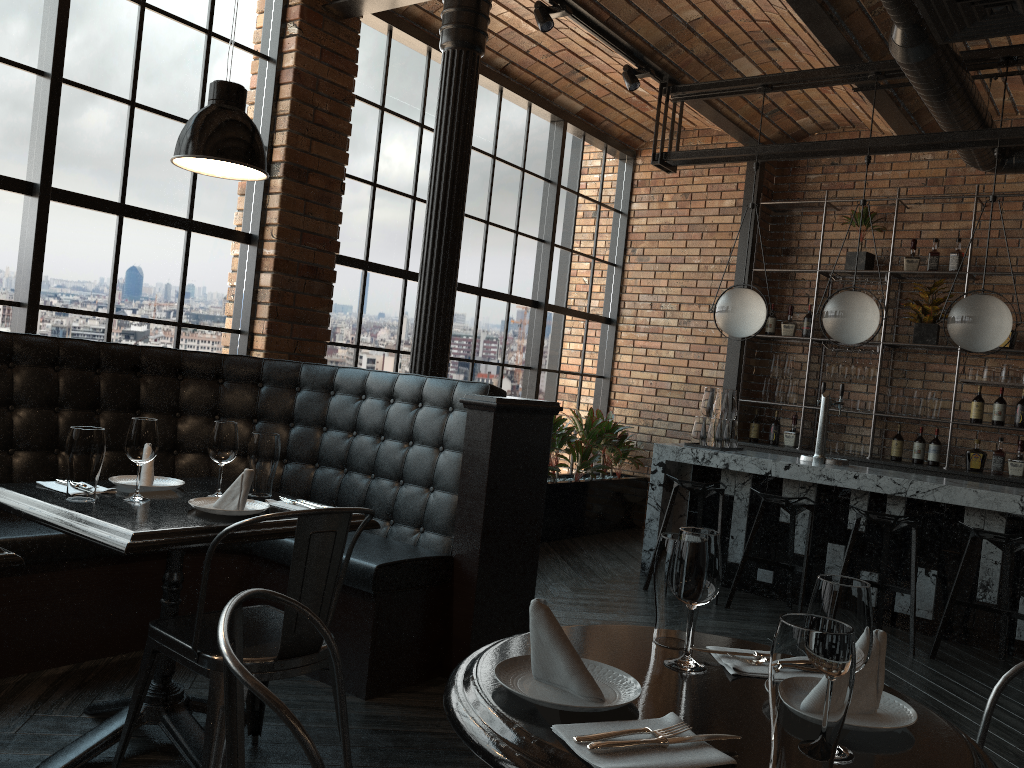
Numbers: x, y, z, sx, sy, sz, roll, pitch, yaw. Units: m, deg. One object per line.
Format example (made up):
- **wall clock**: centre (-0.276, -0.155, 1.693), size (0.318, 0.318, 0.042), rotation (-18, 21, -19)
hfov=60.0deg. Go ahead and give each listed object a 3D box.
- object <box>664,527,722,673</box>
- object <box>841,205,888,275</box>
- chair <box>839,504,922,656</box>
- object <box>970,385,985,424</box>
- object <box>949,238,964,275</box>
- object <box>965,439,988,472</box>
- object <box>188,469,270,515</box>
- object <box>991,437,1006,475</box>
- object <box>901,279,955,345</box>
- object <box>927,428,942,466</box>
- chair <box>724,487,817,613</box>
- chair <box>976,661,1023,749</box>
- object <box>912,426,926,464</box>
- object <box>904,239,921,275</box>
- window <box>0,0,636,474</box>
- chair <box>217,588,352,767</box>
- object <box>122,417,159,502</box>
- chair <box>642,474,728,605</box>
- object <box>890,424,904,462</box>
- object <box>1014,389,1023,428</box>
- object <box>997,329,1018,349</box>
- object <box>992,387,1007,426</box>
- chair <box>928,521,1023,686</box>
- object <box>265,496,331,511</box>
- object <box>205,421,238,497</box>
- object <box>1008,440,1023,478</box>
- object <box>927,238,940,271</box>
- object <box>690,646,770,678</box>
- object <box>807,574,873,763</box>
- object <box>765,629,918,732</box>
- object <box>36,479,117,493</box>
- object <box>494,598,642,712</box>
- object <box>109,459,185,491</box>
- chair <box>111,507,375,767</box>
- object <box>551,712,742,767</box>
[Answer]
- **object**: centre (0.323, 0.383, 1.586), size (0.092, 0.244, 0.092), rotation (6, 0, 35)
- **object**: centre (2.916, -1.195, 7.382), size (0.377, 0.554, 0.422), rotation (6, 0, 24)
- **chair**: centre (2.068, 1.059, 4.977), size (0.475, 0.737, 0.414), rotation (6, 0, 31)
- **object**: centre (3.568, 0.157, 6.789), size (0.086, 0.299, 0.086), rotation (6, 0, -5)
- **object**: centre (3.477, -0.997, 6.929), size (0.083, 0.282, 0.083), rotation (6, 0, -39)
- **object**: centre (3.544, 0.546, 6.771), size (0.151, 0.248, 0.094), rotation (6, 0, 25)
- **object**: centre (-0.834, 0.312, 2.634), size (0.232, 0.139, 0.232), rotation (6, 0, 33)
- **object**: centre (3.670, 0.541, 6.681), size (0.083, 0.282, 0.083), rotation (6, 0, 36)
- **object**: centre (3.297, -0.561, 6.995), size (0.425, 0.526, 0.430), rotation (6, 1, -42)
- **object**: centre (3.318, 0.494, 6.949), size (0.086, 0.298, 0.086), rotation (6, 0, -5)
- **chair**: centre (1.616, 1.008, 5.309), size (0.475, 0.737, 0.414), rotation (6, 1, 41)
- **chair**: centre (0.806, 0.888, 1.524), size (0.558, 0.857, 0.504), rotation (6, 0, 1)
- **object**: centre (3.236, 0.484, 7.038), size (0.086, 0.298, 0.086), rotation (6, 0, -5)
- **object**: centre (3.217, -1.023, 7.121), size (0.123, 0.279, 0.123), rotation (6, 0, 25)
- **window**: centre (-3.796, -1.057, 1.960), size (0.168, 3.253, 16.179), rotation (6, 0, 36)
- **chair**: centre (-0.199, 0.783, 1.364), size (0.558, 0.857, 0.504), rotation (6, 0, -9)
- **object**: centre (-1.106, 0.224, 2.640), size (0.092, 0.244, 0.092), rotation (6, 0, -3)
- **chair**: centre (1.157, 0.958, 5.645), size (0.475, 0.737, 0.414), rotation (6, 0, 26)
- **object**: centre (3.095, 0.470, 7.111), size (0.086, 0.299, 0.086), rotation (6, 0, -5)
- **object**: centre (3.806, 0.183, 6.612), size (0.086, 0.297, 0.086), rotation (6, 0, -5)
- **object**: centre (3.734, -0.373, 6.698), size (0.151, 0.248, 0.094), rotation (6, 1, 40)
- **object**: centre (3.700, 0.170, 6.724), size (0.086, 0.298, 0.086), rotation (6, 0, -5)
- **chair**: centre (2.535, 1.110, 4.635), size (0.414, 0.737, 0.475), rotation (6, 1, -44)
- **object**: centre (-0.680, 0.382, 2.836), size (0.255, 0.019, 0.157), rotation (6, 0, 37)
- **object**: centre (-0.926, 0.242, 2.831), size (0.092, 0.244, 0.092), rotation (6, 0, -3)
- **object**: centre (3.773, 0.555, 6.588), size (0.123, 0.279, 0.123), rotation (6, 1, -40)
- **object**: centre (3.343, -1.011, 7.027), size (0.083, 0.282, 0.083), rotation (6, 0, 21)
- **object**: centre (0.461, 0.511, 1.645), size (0.255, 0.019, 0.157), rotation (6, 0, -3)
- **object**: centre (0.458, 0.400, 1.258), size (0.092, 0.244, 0.092), rotation (6, 0, 35)
- **object**: centre (0.534, 0.465, 1.435), size (0.232, 0.139, 0.232), rotation (6, 0, 6)
- **object**: centre (-1.324, 0.315, 2.721), size (0.255, 0.019, 0.157), rotation (6, 0, 37)
- **object**: centre (0.092, 0.419, 1.391), size (0.232, 0.139, 0.232), rotation (6, 0, -10)
- **object**: centre (-1.188, 0.273, 2.901), size (0.232, 0.139, 0.232), rotation (6, 0, 30)
- **chair**: centre (-0.719, 0.720, 2.455), size (0.558, 0.857, 0.504), rotation (6, 1, 41)
- **object**: centre (0.196, 0.486, 1.215), size (0.255, 0.019, 0.157), rotation (6, 0, -23)
